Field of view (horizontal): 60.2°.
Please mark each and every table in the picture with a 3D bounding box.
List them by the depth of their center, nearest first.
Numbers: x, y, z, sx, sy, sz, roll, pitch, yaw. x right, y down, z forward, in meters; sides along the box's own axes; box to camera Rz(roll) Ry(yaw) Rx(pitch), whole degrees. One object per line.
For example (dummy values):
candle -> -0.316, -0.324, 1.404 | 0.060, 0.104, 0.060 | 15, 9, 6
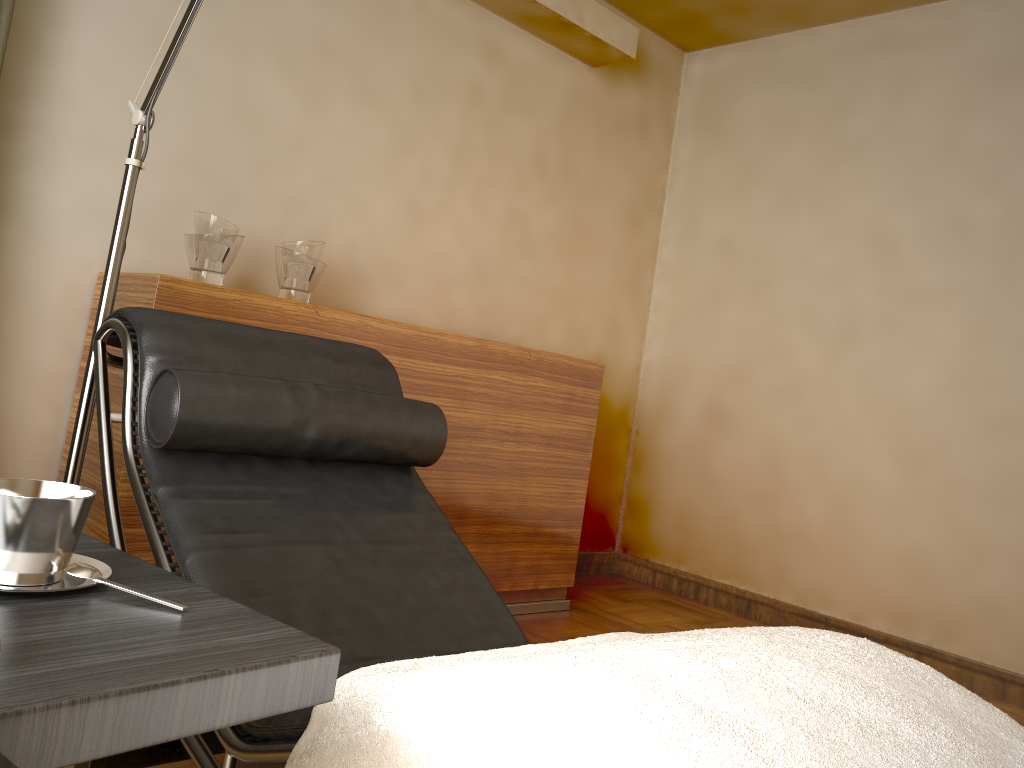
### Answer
table -> -0.494, 0.188, 0.683 | 0.501, 0.045, 0.512 | 8, 0, 38

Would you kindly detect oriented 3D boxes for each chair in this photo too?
chair -> -0.057, 0.356, 1.227 | 0.629, 0.803, 1.795 | 12, -3, -44

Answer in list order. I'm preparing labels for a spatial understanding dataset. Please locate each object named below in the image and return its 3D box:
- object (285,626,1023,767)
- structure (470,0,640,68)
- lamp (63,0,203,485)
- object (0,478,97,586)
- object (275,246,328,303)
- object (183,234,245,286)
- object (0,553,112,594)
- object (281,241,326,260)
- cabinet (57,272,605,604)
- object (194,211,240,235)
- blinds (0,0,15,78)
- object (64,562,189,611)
object -> 0.273, 0.555, 0.819 | 0.909, 0.524, 0.912 | 10, -2, -43
structure -> -0.348, -1.538, 2.998 | 2.159, 0.131, 0.274 | 9, -1, -44
lamp -> -0.226, -0.219, 1.427 | 0.447, 1.982, 1.419 | 13, -6, -40
object -> -0.440, 0.133, 0.802 | 0.097, 0.079, 0.111 | 11, -3, -42
object -> -0.619, -0.307, 2.550 | 0.156, 0.155, 0.154 | 7, -4, 37
object -> -0.809, -0.337, 2.367 | 0.155, 0.155, 0.155 | 9, -3, 3
object -> -0.441, 0.169, 0.794 | 0.148, 0.009, 0.150 | 9, 0, -38
object -> -0.613, -0.345, 2.554 | 0.123, 0.151, 0.121 | 7, -4, 26
cabinet -> -0.457, 0.237, 2.792 | 1.658, 0.868, 0.417 | 10, -4, -44
object -> -0.803, -0.375, 2.371 | 0.123, 0.151, 0.121 | 7, -4, 28
blinds -> -1.257, -0.685, 1.318 | 0.224, 2.471, 1.522 | 9, -4, 1
object -> -0.341, 0.178, 0.779 | 0.124, 0.020, 0.029 | 9, -2, 15
